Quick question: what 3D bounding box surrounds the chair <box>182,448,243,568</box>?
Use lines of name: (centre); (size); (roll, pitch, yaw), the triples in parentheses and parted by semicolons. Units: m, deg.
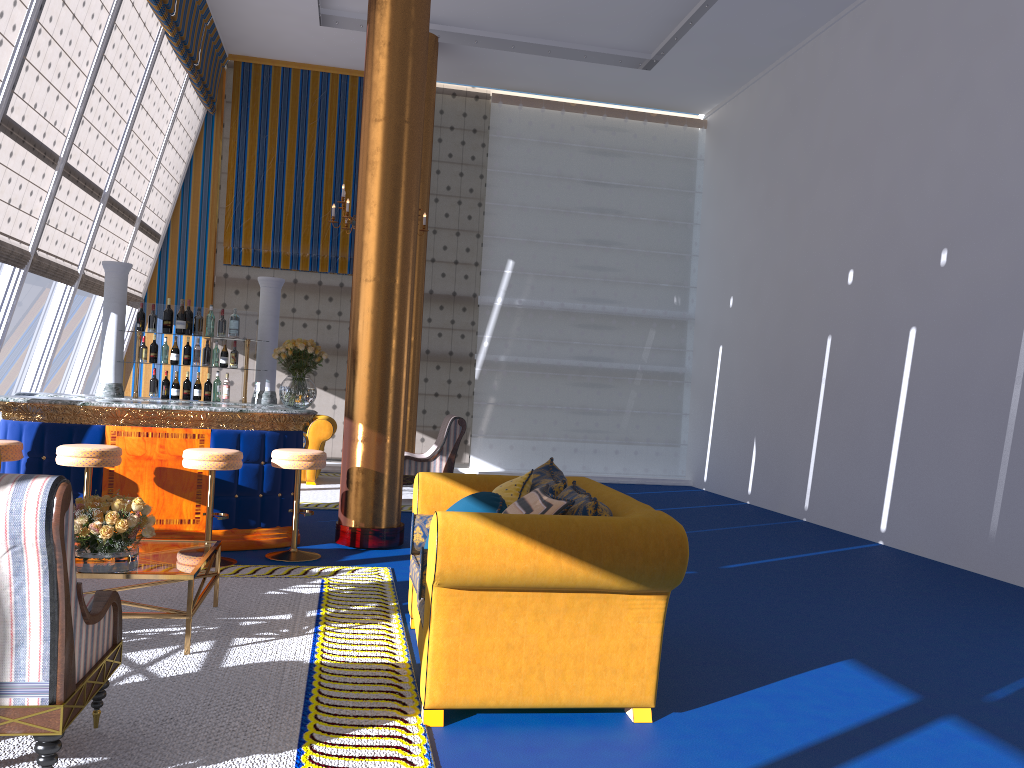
chair: (-2.081, 0.840, 6.115); (0.394, 0.782, 0.402); (3, 0, 38)

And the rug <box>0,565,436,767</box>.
rug: (-2.051, 1.206, 2.877); (3.608, 0.010, 6.229); (3, 0, -11)

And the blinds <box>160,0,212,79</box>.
blinds: (-3.821, -4.210, 10.364); (0.340, 0.830, 1.518); (3, 0, -10)

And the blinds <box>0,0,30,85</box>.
blinds: (-3.524, -2.699, 5.971); (0.878, 3.394, 1.359); (3, 0, -11)

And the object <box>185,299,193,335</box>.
object: (-2.769, -0.570, 7.585); (0.081, 0.303, 0.081); (3, 0, 6)

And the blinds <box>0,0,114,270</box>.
blinds: (-3.798, -2.702, 7.470); (0.878, 3.394, 1.359); (3, 0, -11)

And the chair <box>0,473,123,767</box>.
chair: (-1.727, 0.725, 2.765); (0.797, 0.966, 0.781); (3, 0, -11)

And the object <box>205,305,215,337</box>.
object: (-2.589, -0.544, 7.616); (0.069, 0.271, 0.069); (3, 0, 0)

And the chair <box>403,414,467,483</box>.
chair: (-0.976, 0.830, 10.181); (0.787, 0.966, 0.790); (3, 0, -11)

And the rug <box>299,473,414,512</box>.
rug: (-2.180, 1.264, 10.721); (6.284, 0.011, 3.578); (3, 0, -11)

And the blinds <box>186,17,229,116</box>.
blinds: (-4.097, -4.213, 11.876); (0.340, 0.830, 1.518); (3, 0, -10)

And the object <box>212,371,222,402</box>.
object: (-2.562, 0.020, 7.710); (0.068, 0.269, 0.069); (3, 0, 40)

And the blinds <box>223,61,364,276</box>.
blinds: (-2.728, -3.101, 12.898); (2.672, 2.990, 0.151); (3, 0, -12)

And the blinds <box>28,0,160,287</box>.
blinds: (-4.061, -2.706, 8.912); (0.878, 3.394, 1.359); (3, 0, -11)

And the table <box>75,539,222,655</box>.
table: (-2.034, 1.034, 4.428); (0.979, 0.369, 0.903); (3, 0, -11)

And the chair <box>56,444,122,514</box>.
chair: (-2.815, 0.795, 5.870); (0.395, 0.782, 0.402); (3, 0, 27)

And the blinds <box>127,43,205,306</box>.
blinds: (-4.602, -2.712, 11.878); (0.878, 3.394, 1.359); (3, 0, -11)

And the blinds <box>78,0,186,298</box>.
blinds: (-4.337, -2.709, 10.424); (0.878, 3.394, 1.359); (3, 0, -11)

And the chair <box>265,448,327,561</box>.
chair: (-1.579, 0.872, 6.499); (0.402, 0.782, 0.394); (3, 0, -40)

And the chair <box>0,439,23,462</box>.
chair: (-3.462, 0.758, 5.838); (0.395, 0.782, 0.402); (3, 0, 27)

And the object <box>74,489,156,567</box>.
object: (-1.990, 0.700, 4.329); (0.459, 0.388, 0.499); (3, 0, -30)

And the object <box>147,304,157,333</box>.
object: (-3.061, -0.561, 7.558); (0.071, 0.246, 0.073); (3, 0, 38)

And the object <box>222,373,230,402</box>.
object: (-2.488, 0.030, 7.735); (0.061, 0.258, 0.061); (3, 0, -10)

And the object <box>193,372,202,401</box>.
object: (-2.702, 0.019, 7.628); (0.069, 0.244, 0.068); (3, 0, -30)

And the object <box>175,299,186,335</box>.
object: (-2.813, -0.572, 7.551); (0.085, 0.302, 0.084); (3, 0, -17)

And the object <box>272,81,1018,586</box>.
object: (0.374, -6.829, 5.649); (63.386, 33.602, 63.162); (3, 0, -4)

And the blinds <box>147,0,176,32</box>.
blinds: (-3.545, -4.207, 8.856); (0.340, 0.830, 1.518); (3, 0, -10)

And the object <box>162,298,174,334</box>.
object: (-2.917, -0.578, 7.529); (0.081, 0.303, 0.081); (3, 0, -5)

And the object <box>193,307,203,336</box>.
object: (-2.686, -0.536, 7.603); (0.075, 0.247, 0.077); (3, 0, 43)

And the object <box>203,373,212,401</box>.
object: (-2.626, 0.028, 7.664); (0.066, 0.244, 0.065); (3, 0, -30)

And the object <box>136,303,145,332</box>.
object: (-3.136, -0.566, 7.500); (0.065, 0.244, 0.065); (3, 0, -7)
